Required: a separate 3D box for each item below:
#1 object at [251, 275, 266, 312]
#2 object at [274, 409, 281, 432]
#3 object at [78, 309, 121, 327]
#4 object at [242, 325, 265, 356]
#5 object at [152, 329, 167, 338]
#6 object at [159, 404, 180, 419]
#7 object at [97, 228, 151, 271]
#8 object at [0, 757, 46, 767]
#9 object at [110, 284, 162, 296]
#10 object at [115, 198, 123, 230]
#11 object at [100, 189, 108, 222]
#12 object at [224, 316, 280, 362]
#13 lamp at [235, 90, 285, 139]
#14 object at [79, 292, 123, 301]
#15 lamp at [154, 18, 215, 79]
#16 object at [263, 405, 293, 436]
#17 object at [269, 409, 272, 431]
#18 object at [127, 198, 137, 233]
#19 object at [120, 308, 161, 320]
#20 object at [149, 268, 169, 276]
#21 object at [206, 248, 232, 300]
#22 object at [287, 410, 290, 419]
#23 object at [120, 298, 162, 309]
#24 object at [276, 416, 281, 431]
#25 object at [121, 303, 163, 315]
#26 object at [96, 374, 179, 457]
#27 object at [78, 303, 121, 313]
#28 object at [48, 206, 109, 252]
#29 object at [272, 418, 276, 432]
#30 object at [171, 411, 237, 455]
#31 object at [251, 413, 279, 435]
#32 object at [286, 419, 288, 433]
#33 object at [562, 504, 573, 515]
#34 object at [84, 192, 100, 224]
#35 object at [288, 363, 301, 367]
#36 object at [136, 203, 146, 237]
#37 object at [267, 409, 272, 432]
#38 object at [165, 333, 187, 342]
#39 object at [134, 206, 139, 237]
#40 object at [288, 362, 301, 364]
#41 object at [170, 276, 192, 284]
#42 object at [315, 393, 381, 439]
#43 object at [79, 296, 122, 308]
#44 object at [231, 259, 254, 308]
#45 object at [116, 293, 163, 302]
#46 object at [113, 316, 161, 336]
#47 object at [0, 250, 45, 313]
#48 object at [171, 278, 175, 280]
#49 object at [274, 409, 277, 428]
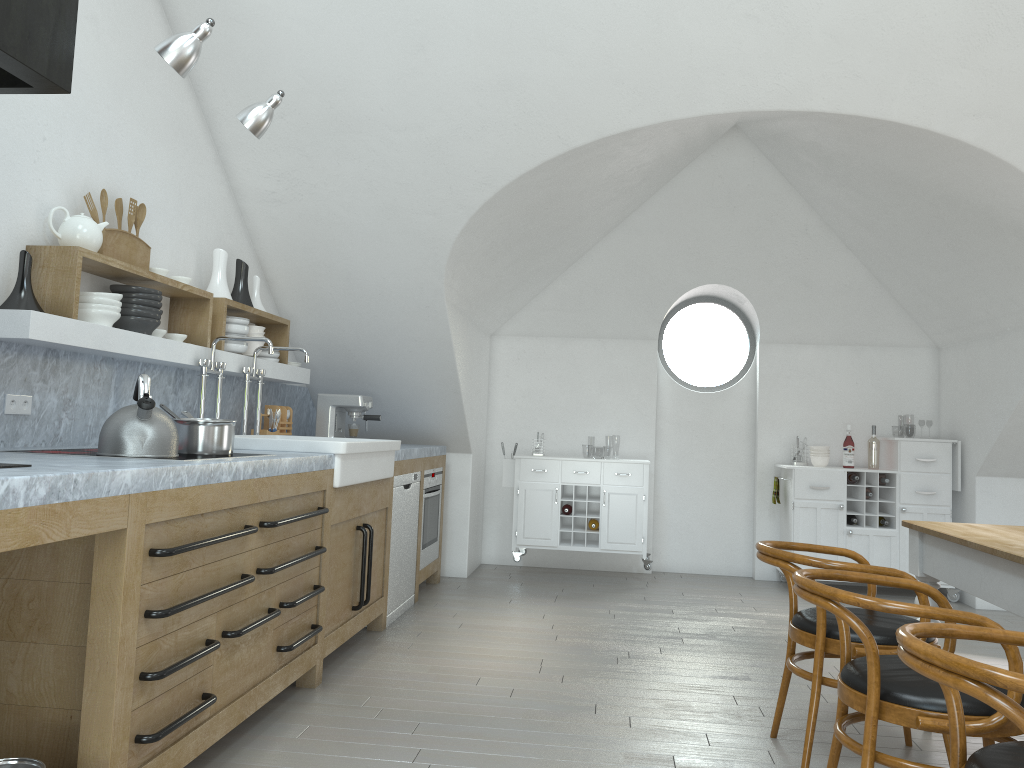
[{"bbox_3d":[-1.455,-0.506,5.031,0.156,0.219,0.155,3,-4,-12],"label":"object"},{"bbox_3d":[-1.358,0.240,5.123,0.042,0.193,0.040,-2,-6,43],"label":"object"},{"bbox_3d":[-1.622,-0.249,3.446,0.181,0.064,0.181,1,-4,29],"label":"object"},{"bbox_3d":[-1.434,-0.235,4.863,0.154,0.160,0.157,0,-5,35],"label":"object"},{"bbox_3d":[-1.588,-0.217,3.938,0.098,0.049,0.098,2,-3,4],"label":"object"},{"bbox_3d":[-1.196,0.160,3.271,0.236,0.167,0.051,2,-5,2],"label":"object"},{"bbox_3d":[-1.622,-0.553,3.678,0.084,0.158,0.353,2,-3,7],"label":"object"},{"bbox_3d":[-1.162,0.884,1.945,0.261,0.113,0.153,2,-4,6],"label":"object"},{"bbox_3d":[-1.589,-0.367,3.742,0.205,0.080,0.205,2,-3,9],"label":"object"},{"bbox_3d":[-1.629,-0.632,3.686,0.040,0.300,0.061,2,-5,4],"label":"object"},{"bbox_3d":[-1.643,-0.639,3.568,0.027,0.300,0.055,2,-5,7],"label":"object"},{"bbox_3d":[-1.458,-0.233,4.865,0.198,0.196,0.655,2,-3,6],"label":"object"},{"bbox_3d":[-0.896,-0.958,3.159,0.169,0.177,0.112,2,-4,-1],"label":"lamp"},{"bbox_3d":[-1.618,-0.323,3.456,0.181,0.076,0.180,-1,-4,44],"label":"object"},{"bbox_3d":[-0.966,-0.987,2.587,0.164,0.178,0.115,1,-5,25],"label":"lamp"},{"bbox_3d":[-1.398,0.240,5.303,0.104,0.223,0.200,2,-4,7],"label":"object"},{"bbox_3d":[-1.391,0.241,5.107,0.019,0.196,0.022,3,-5,-5],"label":"object"},{"bbox_3d":[-1.605,-0.629,3.717,0.019,0.300,0.057,2,-5,7],"label":"object"},{"bbox_3d":[-1.588,-0.264,3.729,0.205,0.086,0.205,-1,-4,44],"label":"object"},{"bbox_3d":[-1.579,-0.486,3.944,0.098,0.049,0.098,2,-3,4],"label":"object"},{"bbox_3d":[-1.503,-0.557,4.550,0.156,0.269,0.156,3,-4,-5],"label":"object"},{"bbox_3d":[-1.356,0.251,5.332,0.040,0.193,0.042,5,-5,-33],"label":"object"},{"bbox_3d":[-1.586,-0.314,3.736,0.205,0.072,0.205,3,-3,-6],"label":"object"},{"bbox_3d":[-1.364,0.253,5.135,0.044,0.179,0.019,3,-5,-9],"label":"object"},{"bbox_3d":[-1.581,-0.291,3.733,0.205,0.086,0.205,5,-4,-41],"label":"object"},{"bbox_3d":[-1.202,0.100,2.874,0.246,0.268,0.245,1,-4,17],"label":"object"},{"bbox_3d":[-1.621,-0.272,3.448,0.181,0.065,0.181,-1,-4,44],"label":"object"},{"bbox_3d":[-1.649,-0.574,3.371,0.174,0.169,0.167,3,-4,-10],"label":"object"},{"bbox_3d":[-1.373,0.250,5.098,0.019,0.179,0.044,5,-5,-28],"label":"object"},{"bbox_3d":[-1.155,0.191,3.344,0.232,0.171,0.394,3,-3,-14],"label":"object"},{"bbox_3d":[-1.414,0.253,5.079,0.100,0.172,0.172,2,-4,8],"label":"object"},{"bbox_3d":[-1.367,0.255,5.356,0.019,0.196,0.022,2,-5,8],"label":"object"},{"bbox_3d":[0.416,0.942,6.649,0.082,0.085,0.316,2,-3,7],"label":"object"},{"bbox_3d":[-1.645,-0.624,3.530,0.016,0.259,0.198,1,-4,17],"label":"object"},{"bbox_3d":[-1.405,-0.111,5.448,0.213,0.025,0.213,3,-3,-6],"label":"object"},{"bbox_3d":[-1.601,-0.625,3.781,0.039,0.298,0.067,2,-5,7],"label":"object"},{"bbox_3d":[-1.406,0.238,5.129,0.042,0.193,0.040,-2,-6,44],"label":"object"},{"bbox_3d":[-1.566,-0.206,4.128,0.098,0.049,0.098,2,-3,4],"label":"object"},{"bbox_3d":[-1.614,-0.624,3.819,0.030,0.295,0.057,2,-5,7],"label":"object"},{"bbox_3d":[-1.404,-0.120,5.449,0.213,0.025,0.213,3,-3,-6],"label":"object"},{"bbox_3d":[-1.554,-0.474,4.157,0.098,0.049,0.098,2,-3,4],"label":"object"},{"bbox_3d":[-1.030,0.234,5.723,0.386,0.321,0.323,2,-4,7],"label":"object"},{"bbox_3d":[-1.619,-0.295,3.452,0.181,0.069,0.180,1,-3,24],"label":"object"},{"bbox_3d":[-1.470,-0.543,4.810,0.156,0.269,0.156,2,-4,11],"label":"object"},{"bbox_3d":[-1.588,-0.339,3.742,0.205,0.084,0.205,0,-4,34],"label":"object"},{"bbox_3d":[-1.589,-0.238,3.727,0.205,0.072,0.205,3,-3,-6],"label":"object"},{"bbox_3d":[-1.683,-0.351,3.057,0.156,0.219,0.155,3,-4,-12],"label":"object"},{"bbox_3d":[-1.580,-0.462,3.942,0.164,0.012,0.163,1,-3,24],"label":"object"},{"bbox_3d":[-1.377,0.242,5.125,0.023,0.196,0.018,2,-5,2],"label":"object"}]
